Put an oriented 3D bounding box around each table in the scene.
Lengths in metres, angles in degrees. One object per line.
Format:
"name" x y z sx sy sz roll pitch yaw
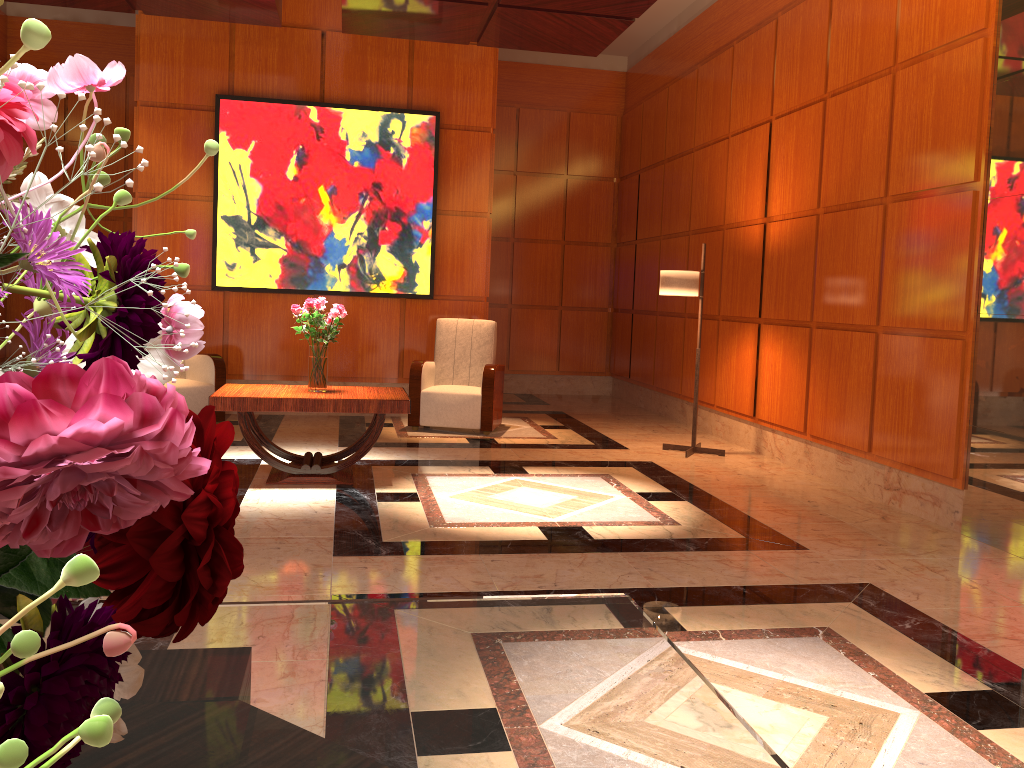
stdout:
"table" -0.480 0.746 0.408 1.600 0.743 1.605 1 5 -11
"table" -1.255 0.313 5.590 1.167 0.533 0.727 1 5 -11

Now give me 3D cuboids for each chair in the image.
"chair" -0.468 -0.090 7.790 0.738 0.958 0.630 3 4 8
"chair" -2.858 -0.143 7.334 0.630 0.958 0.738 5 5 38

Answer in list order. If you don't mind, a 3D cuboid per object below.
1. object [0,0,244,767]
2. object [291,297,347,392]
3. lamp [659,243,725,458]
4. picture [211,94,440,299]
"object" -0.446 0.048 0.350 0.649 0.657 0.682 1 5 -20
"object" -1.223 -0.253 5.590 0.350 0.594 0.327 3 4 9
"lamp" 1.397 -0.276 6.968 0.526 1.657 0.361 1 4 -21
"picture" -1.687 -1.685 8.109 1.996 1.732 0.057 1 3 -11
